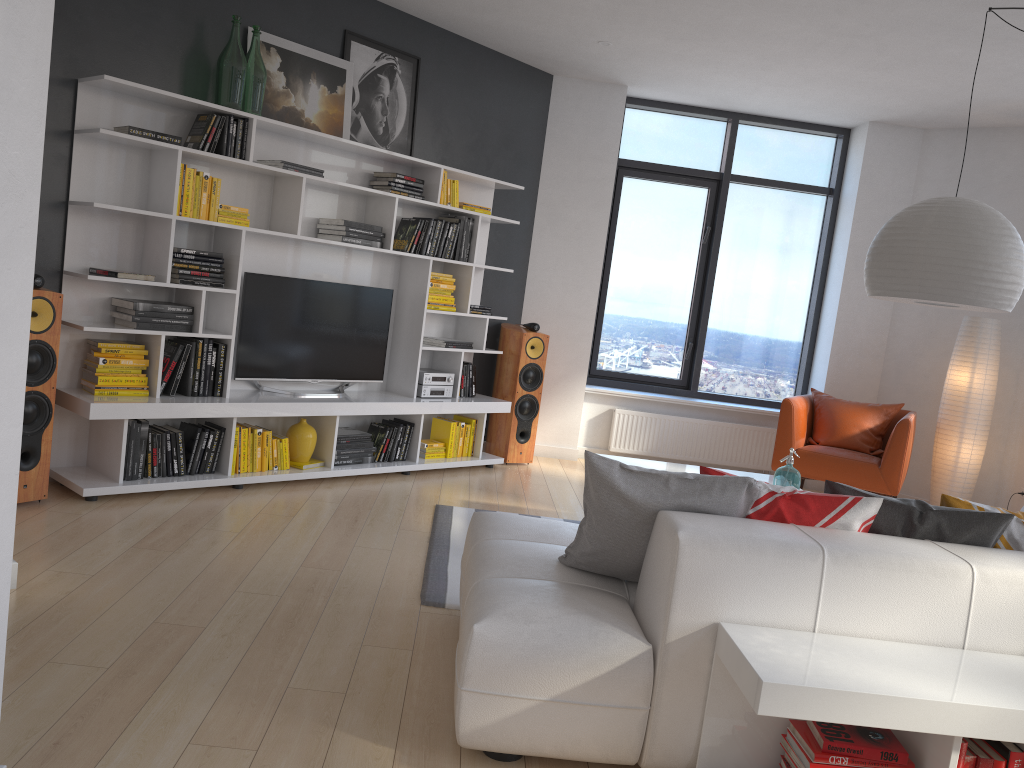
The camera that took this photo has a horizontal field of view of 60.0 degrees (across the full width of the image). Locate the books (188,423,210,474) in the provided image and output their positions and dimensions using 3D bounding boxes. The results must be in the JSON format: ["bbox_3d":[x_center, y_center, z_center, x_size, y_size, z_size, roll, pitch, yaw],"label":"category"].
[{"bbox_3d":[-1.765,0.356,4.912,0.192,0.254,0.075,13,8,41],"label":"books"}]

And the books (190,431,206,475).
[{"bbox_3d":[-1.764,0.367,4.878,0.172,0.242,0.069,13,8,42],"label":"books"}]

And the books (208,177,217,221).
[{"bbox_3d":[-1.664,-1.002,4.812,0.172,0.234,0.024,13,8,42],"label":"books"}]

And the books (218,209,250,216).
[{"bbox_3d":[-1.571,-0.951,4.910,0.134,0.014,0.187,13,8,42],"label":"books"}]

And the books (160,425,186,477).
[{"bbox_3d":[-1.838,0.359,4.806,0.191,0.249,0.083,13,8,42],"label":"books"}]

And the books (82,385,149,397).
[{"bbox_3d":[-2.069,0.033,4.627,0.270,0.029,0.204,2,8,-43],"label":"books"}]

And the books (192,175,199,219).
[{"bbox_3d":[-1.722,-0.997,4.727,0.156,0.229,0.024,13,8,41],"label":"books"}]

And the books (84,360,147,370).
[{"bbox_3d":[-2.072,-0.101,4.630,0.180,0.019,0.251,13,8,42],"label":"books"}]

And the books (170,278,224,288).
[{"bbox_3d":[-1.734,-0.553,4.824,0.189,0.026,0.263,12,8,40],"label":"books"}]

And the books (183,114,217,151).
[{"bbox_3d":[-1.665,-1.337,4.722,0.166,0.213,0.096,12,8,40],"label":"books"}]

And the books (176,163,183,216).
[{"bbox_3d":[-1.797,-1.021,4.646,0.204,0.270,0.029,13,8,42],"label":"books"}]

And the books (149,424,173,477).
[{"bbox_3d":[-1.884,0.356,4.761,0.193,0.255,0.066,13,8,41],"label":"books"}]

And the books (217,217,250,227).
[{"bbox_3d":[-1.579,-0.900,4.914,0.147,0.033,0.190,13,8,42],"label":"books"}]

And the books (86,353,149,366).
[{"bbox_3d":[-2.059,-0.127,4.634,0.250,0.035,0.185,2,8,-45],"label":"books"}]

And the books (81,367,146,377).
[{"bbox_3d":[-2.081,-0.062,4.633,0.263,0.015,0.198,2,8,-45],"label":"books"}]

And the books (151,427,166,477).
[{"bbox_3d":[-1.896,0.363,4.733,0.169,0.242,0.050,13,8,41],"label":"books"}]

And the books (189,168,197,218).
[{"bbox_3d":[-1.748,-1.017,4.726,0.199,0.263,0.015,13,8,42],"label":"books"}]

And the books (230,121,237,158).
[{"bbox_3d":[-1.556,-1.328,4.836,0.147,0.200,0.021,13,8,42],"label":"books"}]

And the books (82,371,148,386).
[{"bbox_3d":[-2.072,-0.031,4.629,0.198,0.044,0.255,13,8,42],"label":"books"}]

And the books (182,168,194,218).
[{"bbox_3d":[-1.767,-1.015,4.702,0.198,0.255,0.044,13,8,42],"label":"books"}]

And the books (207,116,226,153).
[{"bbox_3d":[-1.620,-1.335,4.762,0.154,0.212,0.074,13,8,41],"label":"books"}]

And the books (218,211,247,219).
[{"bbox_3d":[-1.566,-0.934,4.897,0.113,0.018,0.169,13,8,43],"label":"books"}]

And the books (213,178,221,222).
[{"bbox_3d":[-1.649,-1.002,4.834,0.172,0.234,0.024,13,8,42],"label":"books"}]

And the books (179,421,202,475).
[{"bbox_3d":[-1.798,0.352,4.879,0.197,0.260,0.066,13,8,42],"label":"books"}]

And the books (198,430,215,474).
[{"bbox_3d":[-1.739,0.363,4.923,0.179,0.243,0.071,12,8,41],"label":"books"}]

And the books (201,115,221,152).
[{"bbox_3d":[-1.648,-1.336,4.750,0.171,0.214,0.087,13,8,42],"label":"books"}]

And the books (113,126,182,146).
[{"bbox_3d":[-1.854,-1.256,4.511,0.268,0.046,0.208,2,8,-44],"label":"books"}]

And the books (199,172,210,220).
[{"bbox_3d":[-1.700,-1.011,4.772,0.185,0.250,0.035,13,8,42],"label":"books"}]

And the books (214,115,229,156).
[{"bbox_3d":[-1.588,-1.337,4.799,0.156,0.221,0.021,13,8,42],"label":"books"}]

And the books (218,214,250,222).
[{"bbox_3d":[-1.579,-0.923,4.915,0.148,0.011,0.196,13,8,42],"label":"books"}]

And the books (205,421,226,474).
[{"bbox_3d":[-1.698,0.354,4.984,0.197,0.260,0.066,13,8,42],"label":"books"}]

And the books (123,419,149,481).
[{"bbox_3d":[-2.021,0.322,4.620,0.259,0.321,0.128,13,8,42],"label":"books"}]

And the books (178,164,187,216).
[{"bbox_3d":[-1.786,-1.022,4.672,0.213,0.270,0.025,13,8,42],"label":"books"}]

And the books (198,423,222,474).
[{"bbox_3d":[-1.721,0.359,4.959,0.191,0.249,0.084,13,8,42],"label":"books"}]

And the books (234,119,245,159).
[{"bbox_3d":[-1.536,-1.336,4.858,0.169,0.218,0.038,13,8,42],"label":"books"}]

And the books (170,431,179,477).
[{"bbox_3d":[-1.859,0.363,4.779,0.177,0.242,0.066,13,8,41],"label":"books"}]

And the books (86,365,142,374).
[{"bbox_3d":[-2.070,-0.077,4.611,0.228,0.024,0.152,2,8,-44],"label":"books"}]

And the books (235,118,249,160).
[{"bbox_3d":[-1.511,-1.341,4.873,0.174,0.230,0.019,13,8,42],"label":"books"}]

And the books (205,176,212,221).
[{"bbox_3d":[-1.683,-1.005,4.796,0.169,0.239,0.023,13,8,42],"label":"books"}]

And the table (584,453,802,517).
[{"bbox_3d":[0.996,0.733,4.550,1.091,0.435,1.091,7,6,-3],"label":"table"}]

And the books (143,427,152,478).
[{"bbox_3d":[-1.960,0.346,4.686,0.202,0.268,0.053,13,8,41],"label":"books"}]

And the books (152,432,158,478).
[{"bbox_3d":[-1.938,0.363,4.708,0.189,0.240,0.053,13,8,42],"label":"books"}]

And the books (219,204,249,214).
[{"bbox_3d":[-1.580,-0.973,4.914,0.138,0.026,0.186,13,8,42],"label":"books"}]

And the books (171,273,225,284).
[{"bbox_3d":[-1.731,-0.578,4.823,0.189,0.025,0.270,13,8,41],"label":"books"}]

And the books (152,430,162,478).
[{"bbox_3d":[-1.917,0.365,4.722,0.170,0.236,0.049,13,8,42],"label":"books"}]

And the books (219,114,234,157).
[{"bbox_3d":[-1.574,-1.343,4.820,0.176,0.232,0.025,13,8,42],"label":"books"}]

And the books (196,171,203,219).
[{"bbox_3d":[-1.720,-1.012,4.754,0.180,0.251,0.019,13,8,42],"label":"books"}]

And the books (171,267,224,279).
[{"bbox_3d":[-1.746,-0.609,4.827,0.209,0.030,0.266,12,8,40],"label":"books"}]
